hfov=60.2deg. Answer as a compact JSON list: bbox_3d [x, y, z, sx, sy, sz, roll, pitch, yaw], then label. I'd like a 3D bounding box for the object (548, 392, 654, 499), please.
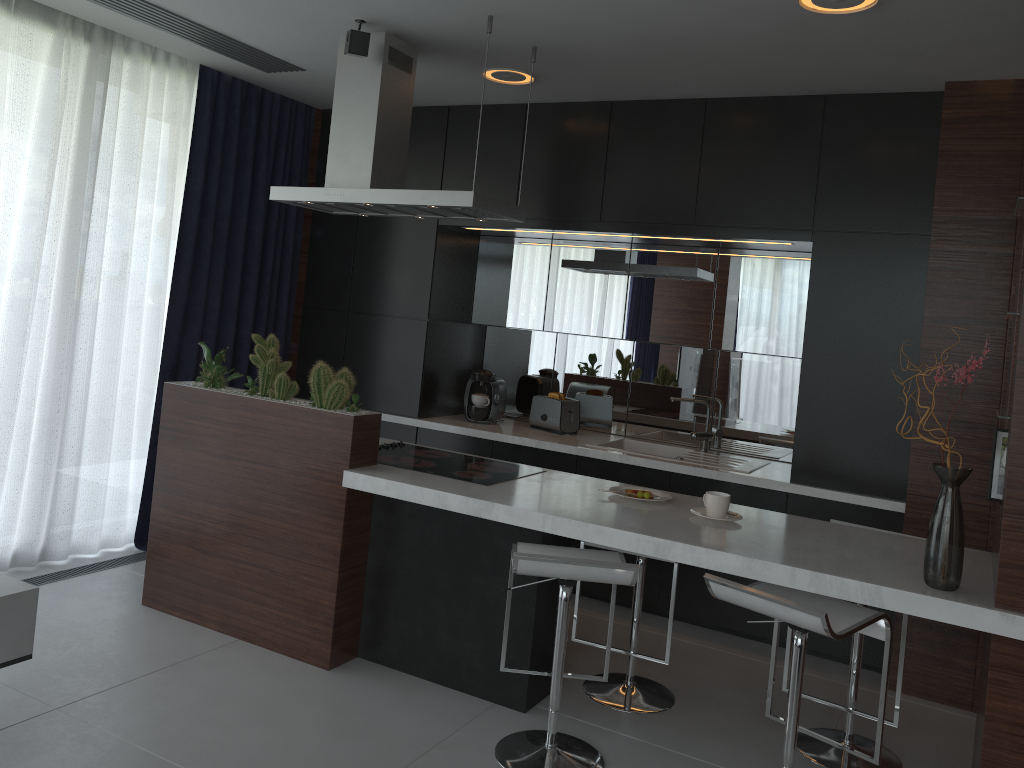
[{"bbox_3d":[0.374,0.239,4.171,0.140,0.221,1.885,6,4,-8],"label":"object"}]

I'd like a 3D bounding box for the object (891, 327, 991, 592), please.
[{"bbox_3d":[1.188,0.198,2.477,0.198,0.734,0.387,6,1,9],"label":"object"}]

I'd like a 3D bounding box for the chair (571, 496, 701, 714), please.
[{"bbox_3d":[0.506,0.816,3.420,0.397,0.740,0.463,6,1,23],"label":"chair"}]

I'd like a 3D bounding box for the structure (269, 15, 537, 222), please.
[{"bbox_3d":[-0.471,-1.128,3.847,1.048,0.760,0.445,7,1,28],"label":"structure"}]

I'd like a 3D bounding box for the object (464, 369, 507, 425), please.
[{"bbox_3d":[-0.155,0.067,5.153,0.215,0.312,0.269,6,2,13],"label":"object"}]

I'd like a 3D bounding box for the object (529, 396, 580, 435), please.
[{"bbox_3d":[0.240,0.174,5.033,0.175,0.195,0.262,4,3,-42],"label":"object"}]

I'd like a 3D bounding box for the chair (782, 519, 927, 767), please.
[{"bbox_3d":[1.226,0.913,3.091,0.398,0.740,0.462,6,1,34],"label":"chair"}]

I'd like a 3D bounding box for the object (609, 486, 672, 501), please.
[{"bbox_3d":[0.485,0.421,3.342,0.238,0.019,0.239,6,4,0],"label":"object"}]

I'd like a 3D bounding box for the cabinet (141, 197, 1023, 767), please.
[{"bbox_3d":[0.144,-0.123,3.364,3.348,2.551,0.783,7,1,28],"label":"cabinet"}]

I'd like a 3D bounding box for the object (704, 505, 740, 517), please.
[{"bbox_3d":[0.747,0.456,3.152,0.036,0.012,0.166,3,5,-37],"label":"object"}]

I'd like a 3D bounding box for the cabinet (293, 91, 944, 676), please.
[{"bbox_3d":[0.380,-0.224,4.916,3.492,2.553,0.703,7,0,28],"label":"cabinet"}]

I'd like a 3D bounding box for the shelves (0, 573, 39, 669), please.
[{"bbox_3d":[-2.292,0.797,1.662,0.876,0.498,2.346,7,5,28],"label":"shelves"}]

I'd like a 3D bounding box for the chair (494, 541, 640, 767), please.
[{"bbox_3d":[0.144,0.845,2.805,0.396,0.709,0.464,6,1,0],"label":"chair"}]

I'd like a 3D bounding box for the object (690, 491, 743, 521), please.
[{"bbox_3d":[0.720,0.429,3.101,0.182,0.086,0.182,6,4,4],"label":"object"}]

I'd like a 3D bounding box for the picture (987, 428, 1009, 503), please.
[{"bbox_3d":[1.546,0.256,2.669,0.176,0.221,0.051,6,0,32],"label":"picture"}]

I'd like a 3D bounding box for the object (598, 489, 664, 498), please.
[{"bbox_3d":[0.446,0.410,3.311,0.248,0.008,0.026,5,4,-3],"label":"object"}]

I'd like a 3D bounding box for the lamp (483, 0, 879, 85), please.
[{"bbox_3d":[1.520,-1.281,3.961,5.356,0.084,9.590,7,5,14],"label":"lamp"}]

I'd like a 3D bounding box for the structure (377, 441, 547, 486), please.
[{"bbox_3d":[-0.307,0.334,3.674,0.767,0.057,0.503,8,5,28],"label":"structure"}]

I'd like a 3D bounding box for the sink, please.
[{"bbox_3d":[0.876,0.331,4.623,0.857,0.492,0.502,7,3,28],"label":"sink"}]

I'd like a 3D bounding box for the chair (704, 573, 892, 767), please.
[{"bbox_3d":[0.806,0.926,2.596,0.462,0.709,0.398,5,1,-45],"label":"chair"}]

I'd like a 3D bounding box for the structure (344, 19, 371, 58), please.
[{"bbox_3d":[-0.645,-1.437,3.693,0.084,0.142,0.115,5,1,-22],"label":"structure"}]

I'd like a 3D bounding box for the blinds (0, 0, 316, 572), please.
[{"bbox_3d":[0.141,-0.066,1.230,7.167,2.770,5.787,8,4,31],"label":"blinds"}]

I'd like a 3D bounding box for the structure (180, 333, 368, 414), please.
[{"bbox_3d":[-0.999,-0.067,3.646,1.005,0.286,0.222,8,2,30],"label":"structure"}]
